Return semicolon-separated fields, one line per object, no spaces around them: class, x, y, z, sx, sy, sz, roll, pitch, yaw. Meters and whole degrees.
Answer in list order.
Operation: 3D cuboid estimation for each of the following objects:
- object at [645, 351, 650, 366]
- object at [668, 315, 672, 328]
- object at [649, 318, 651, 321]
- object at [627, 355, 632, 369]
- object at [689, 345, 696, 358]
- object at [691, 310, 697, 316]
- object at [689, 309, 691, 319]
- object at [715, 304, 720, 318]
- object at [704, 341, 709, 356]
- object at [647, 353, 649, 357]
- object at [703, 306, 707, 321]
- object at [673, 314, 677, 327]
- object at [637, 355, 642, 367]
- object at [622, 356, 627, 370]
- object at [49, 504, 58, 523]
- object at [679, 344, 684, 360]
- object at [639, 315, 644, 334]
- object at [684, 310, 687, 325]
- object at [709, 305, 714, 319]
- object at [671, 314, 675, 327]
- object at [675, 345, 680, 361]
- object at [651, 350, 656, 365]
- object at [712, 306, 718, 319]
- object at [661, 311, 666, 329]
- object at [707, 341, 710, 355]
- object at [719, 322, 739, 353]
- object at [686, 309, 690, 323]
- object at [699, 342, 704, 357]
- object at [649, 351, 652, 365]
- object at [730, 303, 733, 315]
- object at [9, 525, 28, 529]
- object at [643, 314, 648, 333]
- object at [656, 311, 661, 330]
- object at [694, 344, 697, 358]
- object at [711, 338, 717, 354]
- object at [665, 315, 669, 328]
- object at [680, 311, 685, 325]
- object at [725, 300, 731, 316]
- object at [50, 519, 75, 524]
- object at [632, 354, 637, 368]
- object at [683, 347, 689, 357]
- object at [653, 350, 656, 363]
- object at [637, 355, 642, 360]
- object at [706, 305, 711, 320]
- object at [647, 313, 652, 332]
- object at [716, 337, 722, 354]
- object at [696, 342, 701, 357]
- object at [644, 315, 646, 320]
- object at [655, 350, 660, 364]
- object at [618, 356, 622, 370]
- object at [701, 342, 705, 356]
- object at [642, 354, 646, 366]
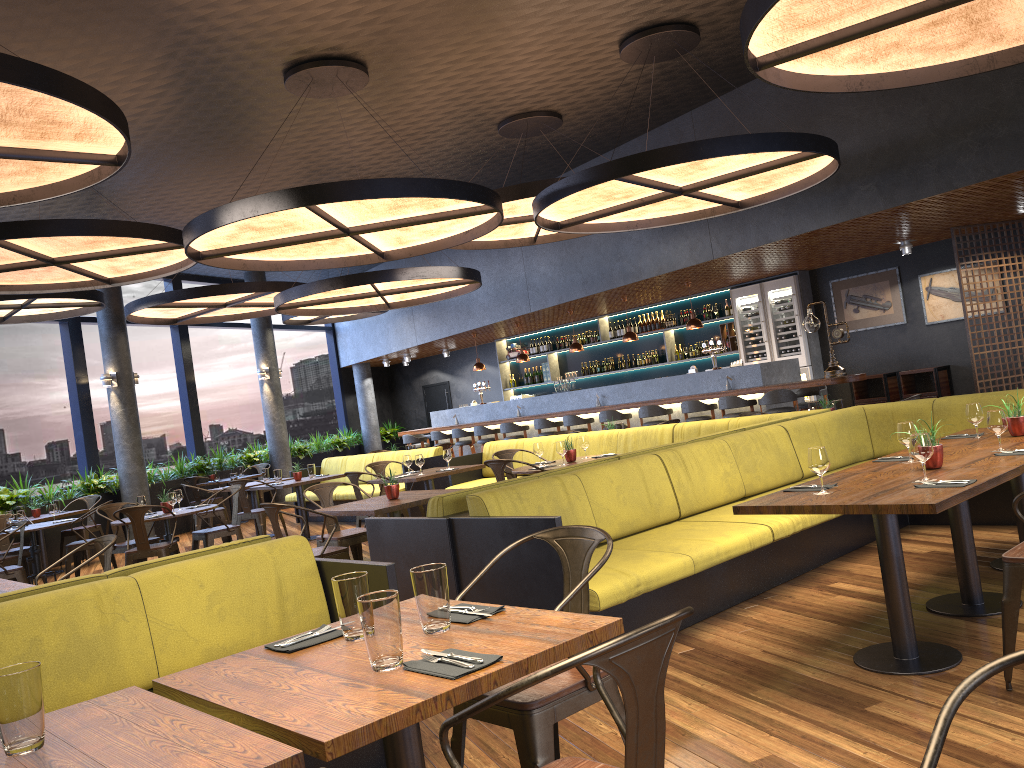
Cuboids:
object;2.384;-0.450;15.655;0.063;0.254;0.063;-9;-2;40
object;2.714;-1.078;15.242;0.056;0.227;0.056;-9;-1;24
object;2.431;-1.081;15.685;0.084;0.330;0.084;-7;-1;-36
object;2.129;-0.403;16.143;0.063;0.254;0.063;-9;-1;20
object;3.037;-0.545;14.958;0.088;0.224;0.088;-9;-1;17
object;3.057;-1.126;14.867;0.097;0.206;0.097;-9;-1;16
object;3.036;-1.143;15.019;0.063;0.254;0.063;-9;-1;35
object;3.398;-1.203;14.693;0.063;0.254;0.063;-7;-1;-35
object;3.236;-0.592;14.793;0.063;0.254;0.063;-8;-1;10
object;2.435;-0.438;15.860;0.088;0.224;0.088;-9;-2;42
object;3.213;-1.175;14.743;0.063;0.254;0.063;-8;-1;0
object;2.800;-1.090;15.239;0.056;0.227;0.056;-7;-2;-41
object;2.280;-0.416;15.863;0.088;0.224;0.088;-9;-1;17
object;2.030;-0.390;16.088;0.063;0.254;0.063;-8;-1;-5
object;-5.185;1.464;10.035;0.097;0.206;0.097;-7;-1;-38
object;2.901;-0.548;15.224;0.079;0.281;0.079;-9;-1;26
object;2.281;-1.059;15.721;0.084;0.330;0.084;-7;-1;-36
object;2.958;-1.130;15.103;0.063;0.254;0.063;-8;-1;10
object;3.296;-1.188;14.711;0.063;0.254;0.063;-8;-1;10
object;2.756;-1.085;15.197;0.056;0.227;0.056;-9;-1;34
object;2.839;-0.538;15.293;0.079;0.281;0.079;-7;-2;-39
object;2.476;-0.465;15.589;0.063;0.254;0.063;-7;-1;-35
object;3.347;-1.174;14.568;0.097;0.206;0.097;-9;-1;16
object;2.646;-1.116;15.500;0.084;0.330;0.084;-7;-1;-36
object;3.291;-0.599;14.855;0.063;0.254;0.063;-7;-1;-35
object;3.575;-0.762;14.416;0.161;0.475;0.300;-7;-2;-43
object;2.967;-1.135;14.955;0.063;0.254;0.063;-9;-1;20
object;3.170;-0.580;14.904;0.063;0.254;0.063;-8;-1;-15
object;2.454;-0.459;15.722;0.063;0.254;0.063;-8;-1;-15
object;3.577;-1.248;14.390;0.079;0.281;0.079;-9;-1;16
object;-5.599;1.619;10.057;0.255;0.019;0.157;-9;-1;34
object;2.345;-1.069;15.653;0.084;0.330;0.084;-7;-1;-36
object;2.537;-1.102;15.435;0.084;0.330;0.084;-7;-1;-36
object;3.128;-0.556;15.020;0.088;0.224;0.088;-9;-2;42
object;3.344;-0.624;14.731;0.079;0.281;0.079;-9;-1;21
object;2.674;-1.071;15.287;0.056;0.227;0.056;-8;-1;9
object;2.881;-1.121;15.040;0.063;0.254;0.063;-9;-2;45
object;3.514;-1.238;14.460;0.079;0.281;0.079;-7;-1;-34
object;-5.036;1.535;9.925;0.255;0.019;0.157;-8;-1;-11
object;2.213;-0.417;16.060;0.063;0.254;0.063;-8;-1;5
object;2.963;-0.522;15.080;0.097;0.206;0.097;-9;-1;16
object;2.527;-0.469;15.765;0.063;0.254;0.063;-8;-1;-15
object;2.311;-0.409;15.994;0.097;0.206;0.097;-8;-1;-11
object;3.232;-1.180;14.632;0.063;0.254;0.063;-8;-1;-15
object;2.406;-1.080;15.583;0.084;0.330;0.084;-7;-1;-36
object;3.407;-0.635;14.661;0.079;0.281;0.079;-9;-2;41
object;3.116;-0.573;14.845;0.063;0.254;0.063;-7;-2;-40
object;2.370;-1.071;15.757;0.084;0.330;0.084;-7;-1;-36
object;2.561;-0.476;15.654;0.063;0.254;0.063;-9;-1;20
object;1.964;-0.379;16.163;0.063;0.254;0.063;-9;-1;20
object;3.226;-0.587;14.966;0.063;0.254;0.063;-8;-1;10
object;2.351;-0.428;15.784;0.088;0.224;0.088;-8;-1;-28
